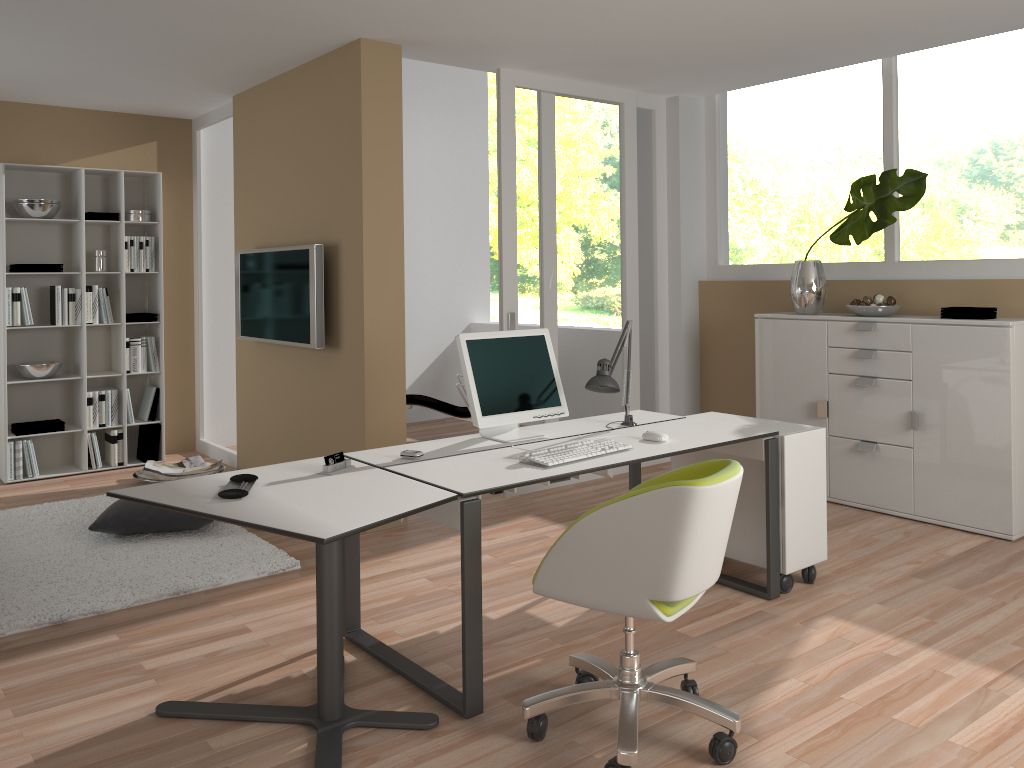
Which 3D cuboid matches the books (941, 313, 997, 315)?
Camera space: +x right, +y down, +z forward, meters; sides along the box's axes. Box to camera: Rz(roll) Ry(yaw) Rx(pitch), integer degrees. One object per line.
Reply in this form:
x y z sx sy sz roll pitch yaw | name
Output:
2.442 -0.379 4.707 0.158 0.006 0.223 -6 9 -38 | books

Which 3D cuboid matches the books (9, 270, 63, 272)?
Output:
-3.305 -0.786 6.114 0.298 0.006 0.211 -6 9 -38 | books

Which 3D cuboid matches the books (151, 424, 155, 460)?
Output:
-2.700 0.430 6.547 0.032 0.268 0.211 -1 2 -38 | books

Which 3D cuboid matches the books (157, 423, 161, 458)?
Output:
-2.670 0.423 6.571 0.032 0.274 0.219 -1 2 -38 | books

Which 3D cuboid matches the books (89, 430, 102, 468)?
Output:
-2.999 0.459 6.324 0.058 0.257 0.208 -1 2 -38 | books

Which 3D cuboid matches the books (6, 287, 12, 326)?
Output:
-3.438 -0.527 5.987 0.040 0.258 0.208 -1 2 -38 | books

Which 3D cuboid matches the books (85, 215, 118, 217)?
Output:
-3.012 -1.211 6.380 0.211 0.006 0.298 -7 9 -41 | books

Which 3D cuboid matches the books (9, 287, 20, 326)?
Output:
-3.397 -0.530 6.012 0.040 0.258 0.208 -1 2 -38 | books

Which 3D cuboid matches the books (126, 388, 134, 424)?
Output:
-2.825 0.154 6.452 0.060 0.259 0.208 -1 2 -38 | books

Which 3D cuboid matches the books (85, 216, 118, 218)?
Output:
-3.010 -1.199 6.380 0.211 0.006 0.298 -7 10 -43 | books

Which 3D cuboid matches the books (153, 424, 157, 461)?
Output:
-2.689 0.426 6.559 0.032 0.270 0.214 -1 2 -38 | books

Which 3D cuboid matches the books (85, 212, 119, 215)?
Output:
-3.010 -1.227 6.378 0.211 0.007 0.298 -7 9 -43 | books

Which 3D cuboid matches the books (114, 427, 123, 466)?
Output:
-2.874 0.448 6.405 0.040 0.258 0.208 -1 2 -38 | books

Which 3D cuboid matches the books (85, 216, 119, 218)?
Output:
-3.010 -1.205 6.380 0.211 0.006 0.298 -7 10 -43 | books

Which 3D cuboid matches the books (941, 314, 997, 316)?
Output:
2.442 -0.374 4.707 0.158 0.006 0.223 -6 9 -38 | books

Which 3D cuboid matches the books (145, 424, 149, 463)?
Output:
-2.734 0.433 6.518 0.032 0.269 0.212 -1 2 -38 | books

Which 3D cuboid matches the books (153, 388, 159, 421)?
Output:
-2.696 0.142 6.591 0.043 0.242 0.219 -1 3 -38 | books

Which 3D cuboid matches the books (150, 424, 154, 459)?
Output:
-2.709 0.428 6.540 0.032 0.274 0.219 -1 2 -38 | books

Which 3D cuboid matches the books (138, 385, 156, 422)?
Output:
-2.725 0.142 6.572 0.085 0.245 0.208 -1 3 -38 | books

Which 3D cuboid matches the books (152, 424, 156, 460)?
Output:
-2.695 0.429 6.549 0.032 0.269 0.212 -1 2 -38 | books

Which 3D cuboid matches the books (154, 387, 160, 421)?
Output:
-2.690 0.144 6.596 0.043 0.238 0.211 -1 2 -38 | books

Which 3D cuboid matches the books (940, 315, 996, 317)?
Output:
2.441 -0.369 4.709 0.158 0.007 0.223 -6 9 -39 | books

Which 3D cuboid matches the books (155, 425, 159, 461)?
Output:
-2.678 0.427 6.564 0.032 0.268 0.211 -1 2 -38 | books

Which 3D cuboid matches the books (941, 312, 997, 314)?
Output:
2.440 -0.385 4.707 0.158 0.006 0.223 -6 9 -37 | books

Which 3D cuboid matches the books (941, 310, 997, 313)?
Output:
2.443 -0.391 4.709 0.158 0.008 0.223 -6 9 -38 | books

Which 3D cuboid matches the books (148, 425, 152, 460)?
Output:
-2.717 0.431 6.533 0.032 0.268 0.211 -1 2 -38 | books

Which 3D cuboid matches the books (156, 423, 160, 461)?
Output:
-2.674 0.427 6.567 0.032 0.268 0.211 -1 2 -38 | books

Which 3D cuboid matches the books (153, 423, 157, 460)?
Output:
-2.693 0.426 6.556 0.032 0.270 0.214 -1 2 -38 | books

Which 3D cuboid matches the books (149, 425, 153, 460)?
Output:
-2.713 0.431 6.536 0.032 0.268 0.211 -1 2 -38 | books

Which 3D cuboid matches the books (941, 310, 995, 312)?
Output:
2.443 -0.396 4.709 0.158 0.008 0.223 -6 9 -38 | books

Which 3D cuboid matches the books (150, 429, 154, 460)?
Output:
-2.704 0.430 6.543 0.032 0.268 0.211 -1 2 -38 | books

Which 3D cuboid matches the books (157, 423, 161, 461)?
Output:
-2.665 0.425 6.574 0.032 0.268 0.211 -1 2 -38 | books

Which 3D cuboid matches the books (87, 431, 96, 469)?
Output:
-3.026 0.463 6.288 0.060 0.259 0.208 -1 2 -38 | books

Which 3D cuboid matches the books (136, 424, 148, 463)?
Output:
-2.739 0.434 6.516 0.032 0.268 0.211 -1 2 -38 | books

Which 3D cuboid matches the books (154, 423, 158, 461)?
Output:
-2.681 0.425 6.559 0.032 0.272 0.217 -1 2 -38 | books

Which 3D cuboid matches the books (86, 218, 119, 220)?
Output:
-3.010 -1.188 6.381 0.211 0.006 0.298 -7 10 -43 | books

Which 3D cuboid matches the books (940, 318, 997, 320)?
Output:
2.441 -0.352 4.708 0.158 0.007 0.223 -6 9 -38 | books

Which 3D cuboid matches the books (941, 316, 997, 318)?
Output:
2.442 -0.363 4.708 0.158 0.006 0.223 -6 9 -38 | books

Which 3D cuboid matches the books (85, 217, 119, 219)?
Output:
-3.012 -1.194 6.383 0.211 0.007 0.298 -8 10 -44 | books

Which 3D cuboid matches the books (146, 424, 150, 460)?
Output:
-2.732 0.430 6.525 0.032 0.270 0.214 -1 2 -38 | books

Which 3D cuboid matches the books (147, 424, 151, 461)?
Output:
-2.720 0.430 6.529 0.032 0.272 0.217 -1 2 -38 | books

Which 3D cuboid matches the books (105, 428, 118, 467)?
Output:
-2.904 0.452 6.377 0.040 0.258 0.208 -1 2 -38 | books

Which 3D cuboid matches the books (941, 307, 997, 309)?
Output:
2.443 -0.406 4.705 0.158 0.006 0.223 -6 9 -38 | books

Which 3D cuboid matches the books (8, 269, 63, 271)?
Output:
-3.307 -0.792 6.113 0.298 0.007 0.211 -6 9 -40 | books

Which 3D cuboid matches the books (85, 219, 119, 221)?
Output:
-3.010 -1.183 6.381 0.211 0.006 0.298 -7 10 -43 | books

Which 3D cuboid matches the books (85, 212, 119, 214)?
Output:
-3.008 -1.232 6.378 0.211 0.006 0.298 -7 10 -43 | books

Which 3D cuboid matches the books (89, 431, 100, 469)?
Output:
-3.003 0.463 6.300 0.058 0.257 0.208 -1 2 -38 | books

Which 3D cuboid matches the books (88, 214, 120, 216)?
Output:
-3.008 -1.217 6.383 0.211 0.008 0.298 -7 10 -43 | books

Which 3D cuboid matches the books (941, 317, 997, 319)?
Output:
2.442 -0.357 4.708 0.158 0.006 0.223 -6 9 -38 | books

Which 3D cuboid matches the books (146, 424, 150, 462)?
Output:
-2.728 0.430 6.529 0.032 0.270 0.214 -1 2 -38 | books
